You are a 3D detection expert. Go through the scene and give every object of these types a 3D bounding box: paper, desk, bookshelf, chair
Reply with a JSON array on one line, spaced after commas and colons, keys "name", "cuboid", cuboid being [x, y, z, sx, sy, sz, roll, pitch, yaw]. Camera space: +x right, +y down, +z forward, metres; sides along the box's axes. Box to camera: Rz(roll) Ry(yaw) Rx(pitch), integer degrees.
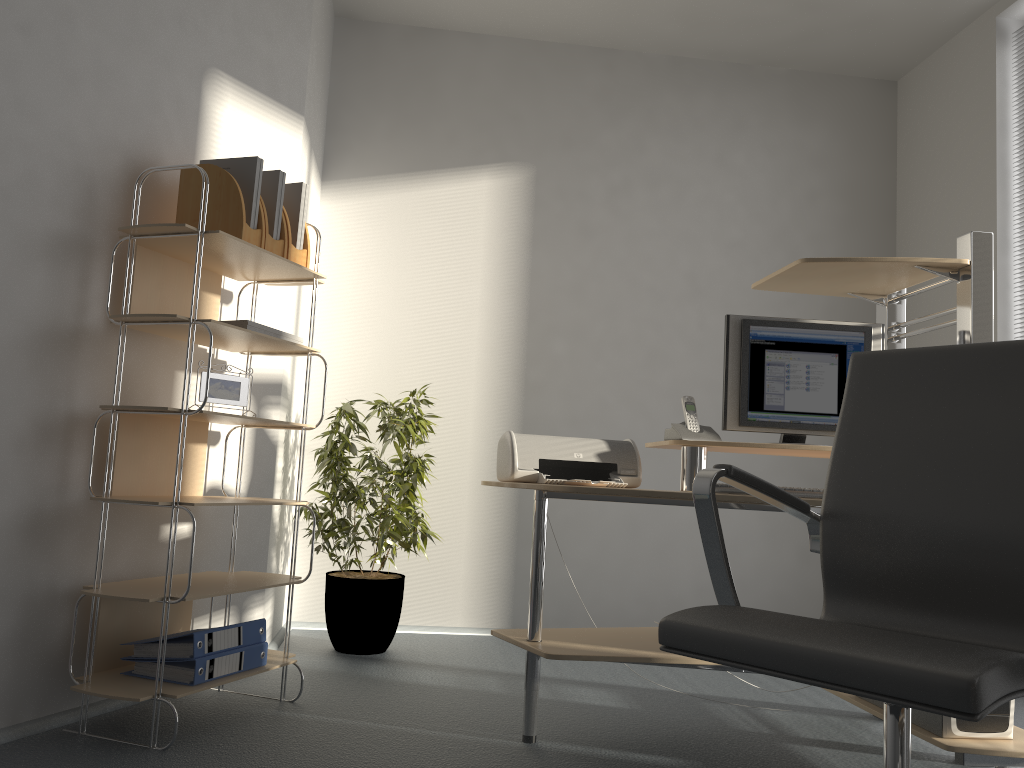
[{"name": "paper", "cuboid": [-0.788, -0.517, 2.957, 0.213, 0.297, 0.045, 0, -7, 24]}, {"name": "paper", "cuboid": [-0.837, -0.532, 2.844, 0.213, 0.297, 0.045, 1, -7, 21]}, {"name": "desk", "cuboid": [0.686, 0.275, 2.590, 1.469, 1.566, 0.967, 4, -6, -7]}, {"name": "bookshelf", "cuboid": [-0.900, 0.200, 2.689, 0.381, 1.572, 0.724, 1, -7, 20]}, {"name": "paper", "cuboid": [-0.878, -0.546, 2.727, 0.213, 0.297, 0.045, 1, -6, 18]}, {"name": "chair", "cuboid": [0.637, 0.410, 1.451, 0.652, 1.048, 0.584, 8, -8, -41]}, {"name": "paper", "cuboid": [-0.835, -0.153, 2.812, 0.213, 0.046, 0.297, 1, -7, 20]}]

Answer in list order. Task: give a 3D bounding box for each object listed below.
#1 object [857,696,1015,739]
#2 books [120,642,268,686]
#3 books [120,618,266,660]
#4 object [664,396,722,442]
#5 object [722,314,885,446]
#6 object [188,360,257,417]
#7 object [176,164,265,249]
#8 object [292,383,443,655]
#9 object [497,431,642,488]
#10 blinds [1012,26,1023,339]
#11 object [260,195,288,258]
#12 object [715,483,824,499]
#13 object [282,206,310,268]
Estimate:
[{"name": "object", "cuboid": [1.193, 0.732, 2.530, 0.199, 0.422, 0.471, 4, -6, -7]}, {"name": "books", "cuboid": [-0.925, 0.804, 2.607, 0.262, 0.072, 0.320, 1, -7, 21]}, {"name": "books", "cuboid": [-0.931, 0.749, 2.616, 0.263, 0.100, 0.320, 1, -7, 21]}, {"name": "object", "cuboid": [0.579, 0.111, 2.842, 0.150, 0.151, 0.119, 5, -7, -21]}, {"name": "object", "cuboid": [0.950, 0.005, 2.923, 0.516, 0.418, 0.245, 2, -6, 8]}, {"name": "object", "cuboid": [-0.873, 0.020, 2.693, 0.077, 0.161, 0.192, -2, -8, 39]}, {"name": "object", "cuboid": [-0.884, -0.529, 2.706, 0.243, 0.259, 0.113, 1, -6, 18]}, {"name": "object", "cuboid": [-0.573, 0.551, 3.758, 0.544, 1.147, 0.644, 1, -7, 22]}, {"name": "object", "cuboid": [0.203, 0.237, 2.777, 0.438, 0.162, 0.351, 5, -6, -15]}, {"name": "blinds", "cuboid": [2.304, -0.306, 2.864, 0.037, 2.749, 1.950, 4, -6, -7]}, {"name": "object", "cuboid": [-0.844, -0.515, 2.822, 0.243, 0.259, 0.113, 1, -7, 21]}, {"name": "object", "cuboid": [0.759, 0.351, 2.694, 0.478, 0.082, 0.814, 3, -6, 1]}, {"name": "object", "cuboid": [-0.796, -0.500, 2.936, 0.243, 0.259, 0.113, 0, -7, 24]}]
